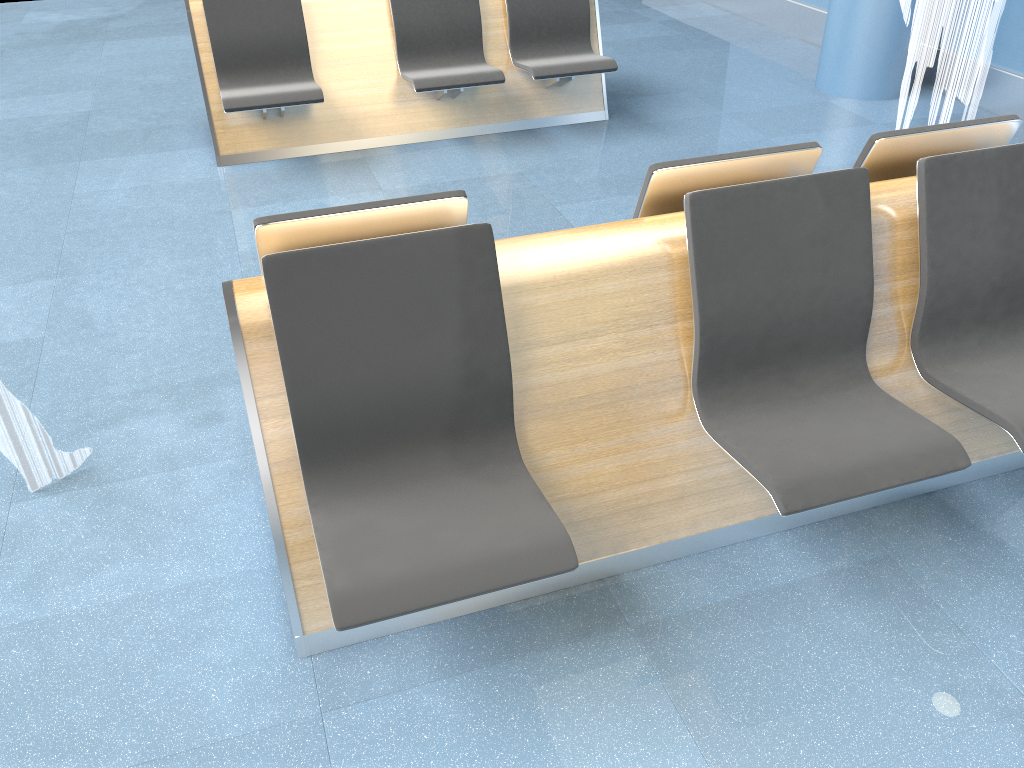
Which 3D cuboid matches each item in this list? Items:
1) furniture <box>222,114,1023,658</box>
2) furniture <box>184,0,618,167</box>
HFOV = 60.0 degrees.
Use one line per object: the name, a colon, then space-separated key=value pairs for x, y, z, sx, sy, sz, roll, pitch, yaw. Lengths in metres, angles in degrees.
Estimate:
furniture: x=0.462 y=-0.139 z=2.392 sx=2.281 sy=0.896 sz=1.301 roll=-11 pitch=35 yaw=-15
furniture: x=-0.620 y=-1.943 z=5.089 sx=2.281 sy=0.896 sz=1.301 roll=-11 pitch=35 yaw=-15
